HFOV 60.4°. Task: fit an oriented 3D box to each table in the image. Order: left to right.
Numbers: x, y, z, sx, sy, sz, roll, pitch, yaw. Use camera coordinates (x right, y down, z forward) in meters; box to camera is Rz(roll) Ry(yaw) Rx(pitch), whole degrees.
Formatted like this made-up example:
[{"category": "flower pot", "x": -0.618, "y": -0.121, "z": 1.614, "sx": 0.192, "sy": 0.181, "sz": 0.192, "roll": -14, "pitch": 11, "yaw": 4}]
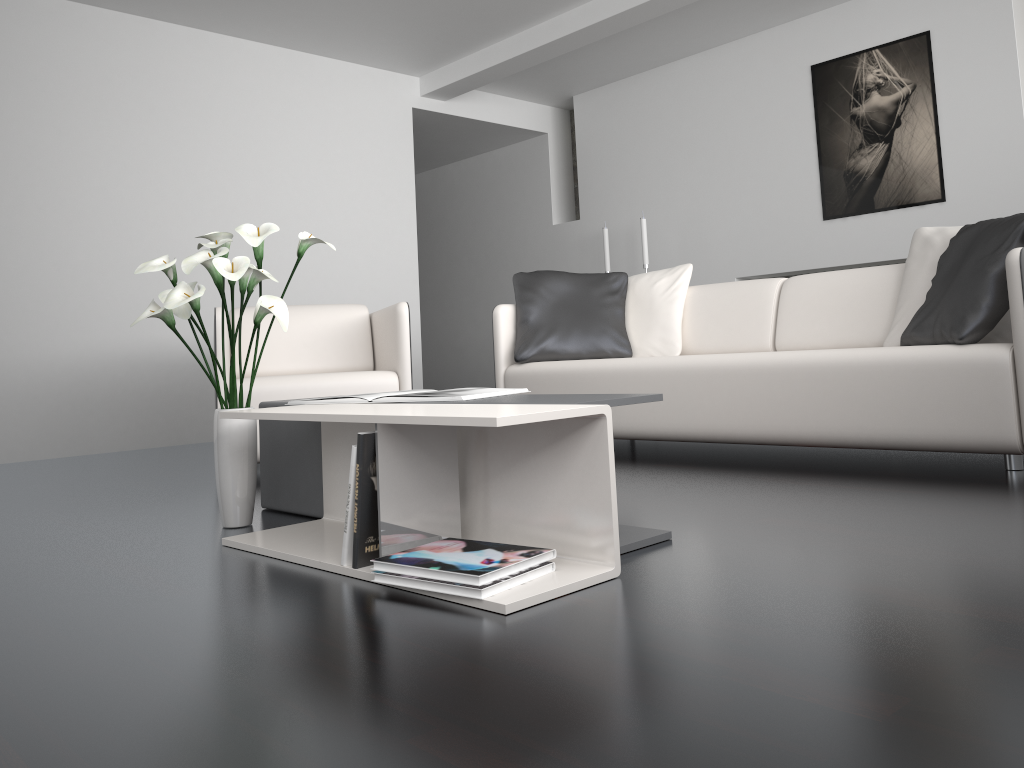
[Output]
[{"category": "table", "x": -0.252, "y": 0.210, "z": 1.873, "sx": 0.298, "sy": 0.316, "sz": 0.964, "roll": -1, "pitch": 0, "yaw": -45}, {"category": "table", "x": -0.204, "y": 0.195, "z": 2.276, "sx": 0.298, "sy": 0.316, "sz": 1.251, "roll": -1, "pitch": 0, "yaw": -45}]

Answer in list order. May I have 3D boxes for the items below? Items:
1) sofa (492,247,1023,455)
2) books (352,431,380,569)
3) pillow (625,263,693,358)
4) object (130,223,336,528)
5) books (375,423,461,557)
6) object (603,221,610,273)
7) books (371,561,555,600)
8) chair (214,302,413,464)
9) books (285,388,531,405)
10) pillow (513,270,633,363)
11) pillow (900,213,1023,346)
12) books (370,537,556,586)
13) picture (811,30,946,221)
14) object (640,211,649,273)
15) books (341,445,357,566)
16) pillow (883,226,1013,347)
[{"category": "sofa", "x": 1.024, "y": -0.126, "z": 3.628, "sx": 2.228, "sy": 0.665, "sz": 0.919, "roll": -2, "pitch": 0, "yaw": 45}, {"category": "books", "x": -0.221, "y": 0.221, "z": 1.796, "sx": 0.234, "sy": 0.265, "sz": 0.050, "roll": -1, "pitch": -5, "yaw": -44}, {"category": "pillow", "x": 0.587, "y": -0.313, "z": 4.214, "sx": 0.582, "sy": 0.504, "sz": 0.323, "roll": -4, "pitch": -3, "yaw": 37}, {"category": "object", "x": -0.725, "y": -0.022, "z": 2.279, "sx": 0.376, "sy": 0.804, "sz": 0.445, "roll": -5, "pitch": -4, "yaw": 30}, {"category": "books", "x": -0.188, "y": 0.210, "z": 1.789, "sx": 0.205, "sy": 0.286, "sz": 0.007, "roll": 0, "pitch": -5, "yaw": -44}, {"category": "object", "x": 0.733, "y": -0.526, "z": 6.569, "sx": 0.180, "sy": 1.408, "sz": 0.178, "roll": 2, "pitch": -7, "yaw": -42}, {"category": "books", "x": -0.089, "y": 0.344, "z": 1.614, "sx": 0.262, "sy": 0.017, "sz": 0.213, "roll": -1, "pitch": 2, "yaw": 37}, {"category": "chair", "x": -0.900, "y": -0.038, "z": 3.867, "sx": 0.768, "sy": 0.666, "sz": 0.914, "roll": -2, "pitch": -1, "yaw": -18}, {"category": "books", "x": -0.274, "y": 0.030, "z": 2.353, "sx": 0.546, "sy": 0.017, "sz": 0.358, "roll": -2, "pitch": 2, "yaw": 27}, {"category": "pillow", "x": 0.285, "y": -0.328, "z": 4.140, "sx": 0.565, "sy": 0.453, "sz": 0.276, "roll": -3, "pitch": -3, "yaw": 1}, {"category": "pillow", "x": 1.531, "y": -0.342, "z": 2.919, "sx": 0.333, "sy": 0.439, "sz": 0.549, "roll": -3, "pitch": -1, "yaw": 3}, {"category": "books", "x": -0.090, "y": 0.326, "z": 1.641, "sx": 0.262, "sy": 0.017, "sz": 0.227, "roll": -1, "pitch": 2, "yaw": 37}, {"category": "picture", "x": 2.187, "y": -1.536, "z": 5.315, "sx": 0.004, "sy": 1.013, "sz": 0.741, "roll": 2, "pitch": -5, "yaw": -43}, {"category": "object", "x": 0.959, "y": -0.525, "z": 6.172, "sx": 0.180, "sy": 1.408, "sz": 0.178, "roll": 2, "pitch": -7, "yaw": -42}, {"category": "books", "x": -0.243, "y": 0.234, "z": 1.814, "sx": 0.227, "sy": 0.240, "sz": 0.069, "roll": -1, "pitch": -4, "yaw": -44}, {"category": "pillow", "x": 1.657, "y": -0.352, "z": 3.163, "sx": 0.299, "sy": 0.511, "sz": 0.584, "roll": 0, "pitch": -3, "yaw": -39}]
